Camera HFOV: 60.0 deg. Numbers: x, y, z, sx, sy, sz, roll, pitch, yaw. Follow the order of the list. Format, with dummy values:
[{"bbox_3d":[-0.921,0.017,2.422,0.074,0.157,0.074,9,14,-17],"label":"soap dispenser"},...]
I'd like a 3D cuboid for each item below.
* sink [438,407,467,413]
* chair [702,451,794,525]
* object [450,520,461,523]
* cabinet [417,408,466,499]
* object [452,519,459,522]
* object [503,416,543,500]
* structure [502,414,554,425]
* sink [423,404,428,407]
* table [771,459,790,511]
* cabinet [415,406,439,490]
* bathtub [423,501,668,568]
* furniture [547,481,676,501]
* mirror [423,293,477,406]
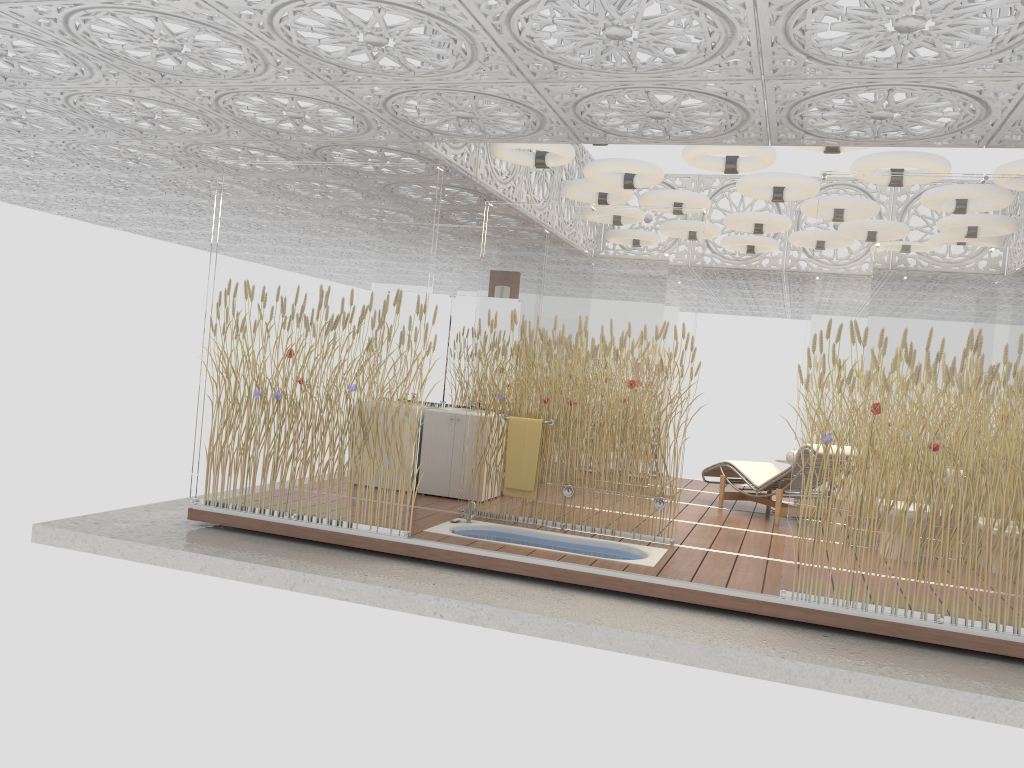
[{"bbox_3d":[-0.427,0.287,8.415,0.573,0.266,0.499,6,1,21],"label":"sink"},{"bbox_3d":[2.656,0.932,8.924,0.635,0.811,1.787,5,1,-22],"label":"chair"},{"bbox_3d":[-0.446,1.077,6.961,0.065,0.011,0.108,6,1,27],"label":"object"},{"bbox_3d":[-0.463,0.654,8.405,0.643,0.782,0.549,6,1,18],"label":"cabinet"},{"bbox_3d":[-0.444,1.070,6.961,0.035,0.016,0.066,6,1,27],"label":"object"},{"bbox_3d":[0.086,0.597,7.153,0.283,0.656,0.042,6,1,18],"label":"object"},{"bbox_3d":[0.120,0.291,7.173,0.442,0.047,0.078,6,1,18],"label":"structure"},{"bbox_3d":[-1.107,0.221,8.634,0.573,0.266,0.499,6,1,15],"label":"sink"},{"bbox_3d":[2.998,1.083,9.182,0.420,0.535,0.420,5,1,-12],"label":"table"},{"bbox_3d":[-1.144,0.587,8.625,0.643,0.782,0.549,6,1,18],"label":"cabinet"},{"bbox_3d":[0.247,1.270,6.571,1.700,0.582,0.700,6,1,18],"label":"bathtub"},{"bbox_3d":[0.761,0.821,6.839,0.977,0.014,0.178,6,1,18],"label":"furniture"},{"bbox_3d":[-0.629,-0.343,8.759,1.422,1.081,0.009,6,1,18],"label":"mirror"}]
